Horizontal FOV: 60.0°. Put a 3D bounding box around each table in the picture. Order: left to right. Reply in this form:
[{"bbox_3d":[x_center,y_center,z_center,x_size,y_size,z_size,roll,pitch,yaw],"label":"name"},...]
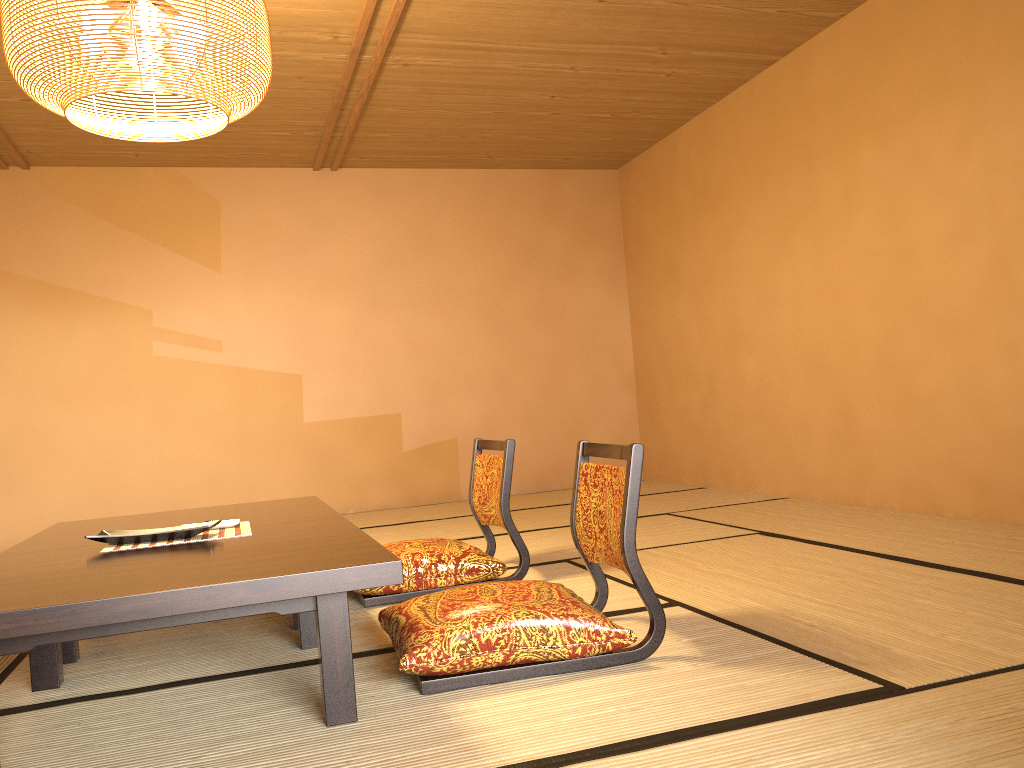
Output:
[{"bbox_3d":[-0.841,0.611,2.203,0.994,0.356,0.995,-4,-2,-18],"label":"table"},{"bbox_3d":[-1.144,0.662,3.151,0.994,0.356,0.995,-4,-2,-18],"label":"table"}]

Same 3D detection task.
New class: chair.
[{"bbox_3d":[-0.346,0.510,3.435,0.698,0.546,0.583,-4,-1,-19],"label":"chair"},{"bbox_3d":[-0.011,0.454,2.401,0.686,0.546,0.583,-4,-1,-14],"label":"chair"}]

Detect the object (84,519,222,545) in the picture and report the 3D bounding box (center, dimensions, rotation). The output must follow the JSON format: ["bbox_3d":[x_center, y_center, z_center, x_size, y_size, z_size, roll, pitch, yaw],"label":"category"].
[{"bbox_3d":[-1.037,0.437,2.580,0.349,0.039,0.129,-5,-1,-4],"label":"object"}]

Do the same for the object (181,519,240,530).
[{"bbox_3d":[-0.952,0.448,2.794,0.180,0.014,0.130,-4,-2,-16],"label":"object"}]

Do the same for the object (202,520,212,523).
[{"bbox_3d":[-0.986,0.447,2.871,0.006,0.030,0.229,-4,-2,-26],"label":"object"}]

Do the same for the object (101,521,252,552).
[{"bbox_3d":[-0.999,0.457,2.679,0.401,0.003,0.398,-4,-2,-18],"label":"object"}]

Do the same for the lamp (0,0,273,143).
[{"bbox_3d":[-1.199,-1.263,2.854,0.798,0.825,0.798,-5,-1,6],"label":"lamp"}]
